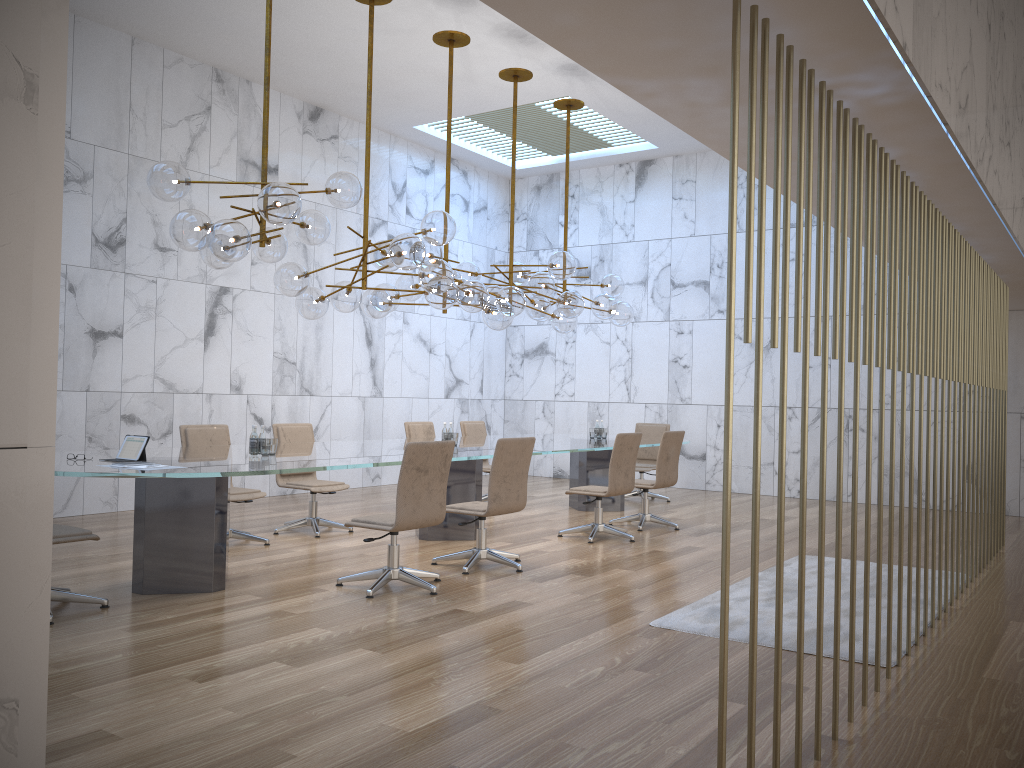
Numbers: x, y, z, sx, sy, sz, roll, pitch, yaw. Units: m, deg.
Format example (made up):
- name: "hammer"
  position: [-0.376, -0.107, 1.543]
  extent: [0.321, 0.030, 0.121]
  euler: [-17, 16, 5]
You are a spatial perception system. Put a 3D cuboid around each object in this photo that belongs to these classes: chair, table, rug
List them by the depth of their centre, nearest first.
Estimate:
- name: "chair"
  position: [-2.740, 0.810, 5.082]
  extent: [0.726, 1.000, 0.697]
  euler: [1, -1, 35]
- name: "chair"
  position: [-0.764, 0.870, 5.963]
  extent: [0.697, 1.000, 0.726]
  euler: [1, -1, 35]
- name: "rug"
  position: [2.170, 1.426, 5.991]
  extent: [1.320, 0.034, 3.025]
  euler: [1, -1, 34]
- name: "chair"
  position: [-0.199, 0.897, 6.787]
  extent: [0.697, 1.000, 0.726]
  euler: [1, -1, 35]
- name: "chair"
  position: [-2.436, 0.853, 7.480]
  extent: [0.697, 1.000, 0.726]
  euler: [1, -1, 34]
- name: "table"
  position: [-0.592, 0.985, 8.199]
  extent: [2.092, 0.835, 7.924]
  euler: [1, -1, 34]
- name: "chair"
  position: [-1.877, 0.879, 8.294]
  extent: [0.697, 1.000, 0.726]
  euler: [1, -1, 34]
- name: "chair"
  position: [0.848, 0.945, 8.312]
  extent: [0.697, 1.000, 0.726]
  euler: [1, -1, 35]
- name: "chair"
  position: [1.410, 0.971, 9.131]
  extent: [0.697, 1.000, 0.726]
  euler: [1, -1, 35]
- name: "chair"
  position: [-0.833, 0.927, 9.816]
  extent: [0.697, 1.000, 0.726]
  euler: [1, -1, 34]
- name: "chair"
  position: [-0.267, 0.953, 10.640]
  extent: [0.697, 1.000, 0.726]
  euler: [1, -1, 34]
- name: "chair"
  position: [1.703, 1.014, 11.544]
  extent: [0.726, 1.000, 0.697]
  euler: [1, -1, 35]

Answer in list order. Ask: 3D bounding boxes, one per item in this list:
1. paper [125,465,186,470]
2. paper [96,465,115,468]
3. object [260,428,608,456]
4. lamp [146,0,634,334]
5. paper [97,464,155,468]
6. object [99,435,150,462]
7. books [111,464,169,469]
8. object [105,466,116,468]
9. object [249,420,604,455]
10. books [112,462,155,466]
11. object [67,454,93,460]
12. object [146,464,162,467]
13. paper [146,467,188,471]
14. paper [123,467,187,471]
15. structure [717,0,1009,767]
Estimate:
- name: "paper"
  position: [-2.065, 0.485, 5.134]
  extent: [0.210, 0.001, 0.290]
  euler: [1, -1, 28]
- name: "paper"
  position: [-2.276, 0.483, 5.258]
  extent: [0.210, 0.001, 0.290]
  euler: [1, -1, 32]
- name: "object"
  position: [-0.378, 0.518, 8.441]
  extent: [0.183, 0.117, 5.112]
  euler: [1, -1, 35]
- name: "lamp"
  position: [-0.593, -1.829, 8.145]
  extent: [1.557, 2.716, 5.672]
  euler: [1, -1, 34]
- name: "paper"
  position: [-2.263, 0.482, 5.257]
  extent: [0.210, 0.001, 0.290]
  euler: [1, -1, 33]
- name: "object"
  position: [-2.442, 0.404, 5.575]
  extent: [0.255, 0.159, 0.205]
  euler: [1, -1, 34]
- name: "books"
  position: [-2.174, 0.478, 5.187]
  extent: [0.239, 0.012, 0.205]
  euler: [1, -1, 22]
- name: "object"
  position: [-2.263, 0.483, 5.257]
  extent: [0.210, 0.001, 0.290]
  euler: [1, -1, 32]
- name: "object"
  position: [-0.409, 0.470, 8.481]
  extent: [0.124, 0.213, 5.189]
  euler: [1, -1, 35]
- name: "books"
  position: [-2.240, 0.473, 5.250]
  extent: [0.126, 0.012, 0.205]
  euler: [1, -1, 31]
- name: "object"
  position: [-2.733, 0.458, 5.613]
  extent: [0.134, 0.037, 0.096]
  euler: [1, -1, 13]
- name: "object"
  position: [-2.084, 0.474, 5.171]
  extent: [0.011, 0.011, 0.158]
  euler: [1, -1, 9]
- name: "paper"
  position: [-2.065, 0.486, 5.134]
  extent: [0.210, 0.001, 0.290]
  euler: [1, -1, 29]
- name: "paper"
  position: [-2.065, 0.485, 5.134]
  extent: [0.210, 0.001, 0.290]
  euler: [1, -1, 27]
- name: "structure"
  position: [2.636, 0.214, 5.426]
  extent: [0.023, 2.456, 7.223]
  euler: [1, -1, 34]
